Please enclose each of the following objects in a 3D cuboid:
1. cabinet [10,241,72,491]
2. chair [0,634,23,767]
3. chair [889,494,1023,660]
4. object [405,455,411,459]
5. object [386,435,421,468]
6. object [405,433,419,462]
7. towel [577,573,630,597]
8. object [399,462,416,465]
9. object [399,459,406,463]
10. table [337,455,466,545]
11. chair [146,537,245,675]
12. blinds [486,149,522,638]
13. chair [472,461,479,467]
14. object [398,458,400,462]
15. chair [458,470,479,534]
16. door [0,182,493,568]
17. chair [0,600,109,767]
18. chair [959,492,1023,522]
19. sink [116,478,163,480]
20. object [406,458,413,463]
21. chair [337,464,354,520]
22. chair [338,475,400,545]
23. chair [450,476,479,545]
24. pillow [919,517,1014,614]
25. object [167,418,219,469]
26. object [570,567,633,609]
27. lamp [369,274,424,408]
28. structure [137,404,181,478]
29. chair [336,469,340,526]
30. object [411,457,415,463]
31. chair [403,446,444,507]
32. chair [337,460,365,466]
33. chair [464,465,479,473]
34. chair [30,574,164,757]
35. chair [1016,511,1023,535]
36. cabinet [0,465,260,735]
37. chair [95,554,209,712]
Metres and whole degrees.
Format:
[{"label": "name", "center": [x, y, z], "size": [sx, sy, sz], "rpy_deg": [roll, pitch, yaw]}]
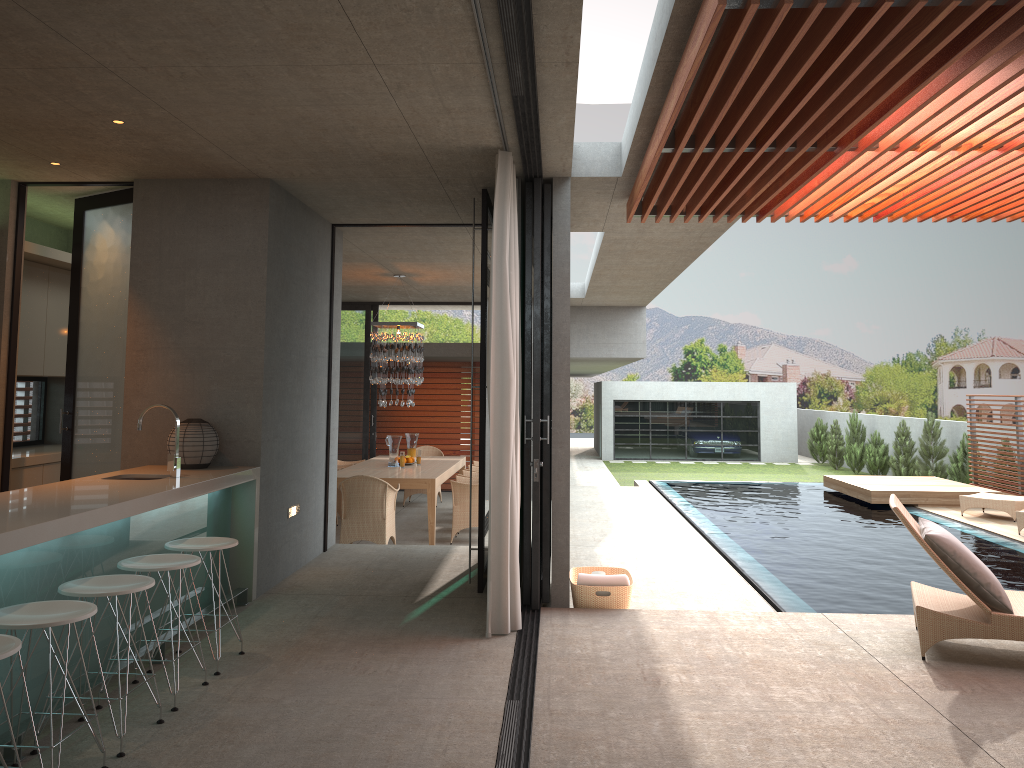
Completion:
[{"label": "cabinet", "center": [-3.520, 0.168, 4.635], "size": [1.965, 2.580, 7.438], "rpy_deg": [0, -1, 3]}, {"label": "chair", "center": [-1.752, 1.146, 2.744], "size": [0.382, 0.628, 0.380], "rpy_deg": [0, -4, 3]}, {"label": "chair", "center": [3.329, 1.116, 4.850], "size": [2.292, 0.833, 0.697], "rpy_deg": [0, -3, 22]}, {"label": "object", "center": [-1.346, 0.952, 11.450], "size": [0.070, 0.048, 0.071], "rpy_deg": [2, -2, -36]}, {"label": "object", "center": [-1.410, 0.854, 11.273], "size": [0.324, 0.389, 0.538], "rpy_deg": [-1, -2, 19]}, {"label": "object", "center": [-1.338, 0.857, 11.791], "size": [0.192, 0.389, 0.191], "rpy_deg": [2, -4, -15]}, {"label": "towel", "center": [0.629, 1.462, 6.141], "size": [0.369, 0.314, 0.308], "rpy_deg": [0, -3, 3]}, {"label": "object", "center": [-1.392, 1.032, 11.459], "size": [0.309, 0.034, 0.309], "rpy_deg": [1, 0, -29]}, {"label": "object", "center": [-1.406, 0.992, 11.376], "size": [0.094, 0.095, 0.094], "rpy_deg": [1, -3, -7]}, {"label": "table", "center": [-1.402, 1.428, 11.345], "size": [1.279, 0.761, 3.243], "rpy_deg": [0, -1, 3]}, {"label": "chair", "center": [-1.657, 1.159, 4.688], "size": [0.382, 0.628, 0.380], "rpy_deg": [0, -4, 3]}, {"label": "blinds", "center": [-0.047, 0.017, 5.718], "size": [0.229, 2.955, 0.879], "rpy_deg": [0, -5, -1]}, {"label": "chair", "center": [-0.260, 1.391, 12.403], "size": [0.630, 0.869, 0.614], "rpy_deg": [0, -4, 3]}, {"label": "object", "center": [-1.476, 0.995, 11.433], "size": [0.086, 0.087, 0.087], "rpy_deg": [3, -3, -37]}, {"label": "chair", "center": [-0.334, 1.382, 10.932], "size": [0.630, 0.869, 0.614], "rpy_deg": [0, -4, 3]}, {"label": "door", "center": [-0.214, 0.721, 1.515], "size": [5.766, 4.502, 15.270], "rpy_deg": [1, -1, -25]}, {"label": "chair", "center": [-1.728, 1.149, 3.214], "size": [0.382, 0.628, 0.380], "rpy_deg": [0, -4, 3]}, {"label": "chair", "center": [7.459, 1.495, 12.136], "size": [0.698, 0.832, 2.288], "rpy_deg": [3, -2, -38]}, {"label": "sink", "center": [-2.279, 0.661, 5.401], "size": [0.374, 0.135, 0.372], "rpy_deg": [0, -1, 3]}, {"label": "object", "center": [-1.323, 0.998, 11.404], "size": [0.080, 0.082, 0.081], "rpy_deg": [-1, -3, 32]}, {"label": "chair", "center": [-2.486, 1.370, 11.757], "size": [0.630, 0.869, 0.614], "rpy_deg": [0, -4, 3]}, {"label": "chair", "center": [-1.510, 1.362, 9.273], "size": [0.617, 0.869, 0.626], "rpy_deg": [0, -3, 3]}, {"label": "chair", "center": [-0.371, 1.377, 10.197], "size": [0.630, 0.869, 0.614], "rpy_deg": [0, -4, 3]}, {"label": "pillow", "center": [2.617, 1.042, 5.136], "size": [0.426, 0.430, 0.606], "rpy_deg": [-1, -2, 21]}, {"label": "object", "center": [-2.174, 0.405, 6.030], "size": [0.340, 0.337, 0.338], "rpy_deg": [1, -3, -6]}, {"label": "object", "center": [0.631, 1.520, 6.285], "size": [0.446, 0.302, 0.677], "rpy_deg": [0, -1, 3]}, {"label": "lamp", "center": [-1.506, -0.565, 11.658], "size": [0.618, 1.768, 0.615], "rpy_deg": [0, -5, 3]}, {"label": "structure", "center": [-2.167, 0.348, 5.404], "size": [0.258, 0.444, 0.096], "rpy_deg": [0, -5, 3]}, {"label": "chair", "center": [-2.523, 1.365, 11.022], "size": [0.630, 0.869, 0.614], "rpy_deg": [0, -4, 3]}, {"label": "object", "center": [-1.308, 0.994, 11.487], "size": [0.087, 0.087, 0.086], "rpy_deg": [1, -3, -7]}, {"label": "chair", "center": [-1.344, 1.389, 13.406], "size": [0.617, 0.869, 0.626], "rpy_deg": [0, -3, 3]}, {"label": "chair", "center": [-2.449, 1.375, 12.492], "size": [0.630, 0.869, 0.614], "rpy_deg": [0, -4, 3]}, {"label": "chair", "center": [-0.297, 1.387, 11.668], "size": [0.630, 0.869, 0.614], "rpy_deg": [0, -4, 3]}, {"label": "chair", "center": [-1.704, 1.152, 3.691], "size": [0.382, 0.628, 0.380], "rpy_deg": [0, -4, 3]}, {"label": "chair", "center": [7.325, 1.485, 10.467], "size": [0.698, 0.832, 2.288], "rpy_deg": [3, -2, -37]}, {"label": "cabinet", "center": [-2.264, 1.012, 4.104], "size": [0.800, 0.904, 4.103], "rpy_deg": [0, -1, 3]}, {"label": "chair", "center": [-1.681, 1.156, 4.186], "size": [0.382, 0.628, 0.380], "rpy_deg": [0, -4, 3]}]
